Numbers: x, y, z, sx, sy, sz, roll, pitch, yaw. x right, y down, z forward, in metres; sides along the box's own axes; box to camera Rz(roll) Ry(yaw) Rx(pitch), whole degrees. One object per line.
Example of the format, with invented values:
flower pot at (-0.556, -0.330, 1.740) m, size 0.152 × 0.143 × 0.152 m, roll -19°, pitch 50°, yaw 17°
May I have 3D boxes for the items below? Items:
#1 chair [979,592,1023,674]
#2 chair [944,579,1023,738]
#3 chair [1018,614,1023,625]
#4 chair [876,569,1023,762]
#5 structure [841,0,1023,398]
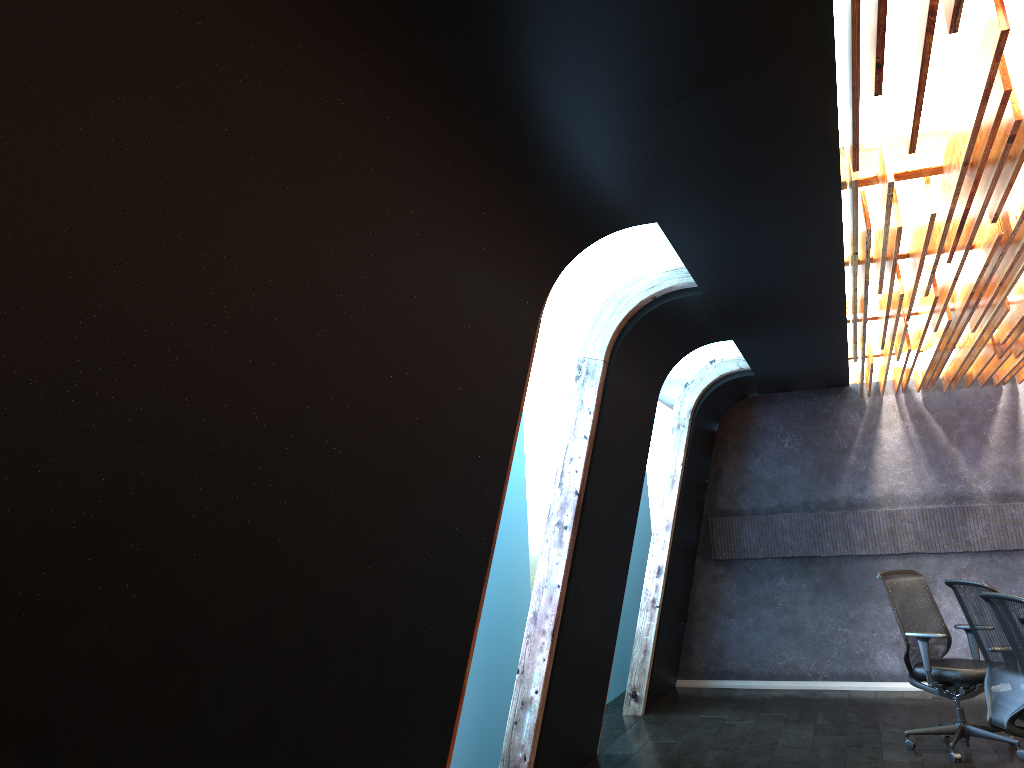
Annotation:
chair at (2.690, 1.565, 3.880) m, size 0.796 × 1.280 × 0.786 m, roll -3°, pitch -16°, yaw 4°
chair at (3.121, 1.770, 5.086) m, size 0.796 × 1.280 × 0.786 m, roll -2°, pitch -16°, yaw 0°
chair at (2.266, 1.382, 2.798) m, size 0.796 × 1.280 × 0.785 m, roll -1°, pitch -16°, yaw -5°
chair at (3.273, 2.021, 6.476) m, size 0.809 × 1.280 × 0.773 m, roll 9°, pitch -19°, yaw -34°
structure at (3.933, 0.347, 3.411) m, size 4.499 × 3.091 × 11.176 m, roll -7°, pitch -12°, yaw 20°
